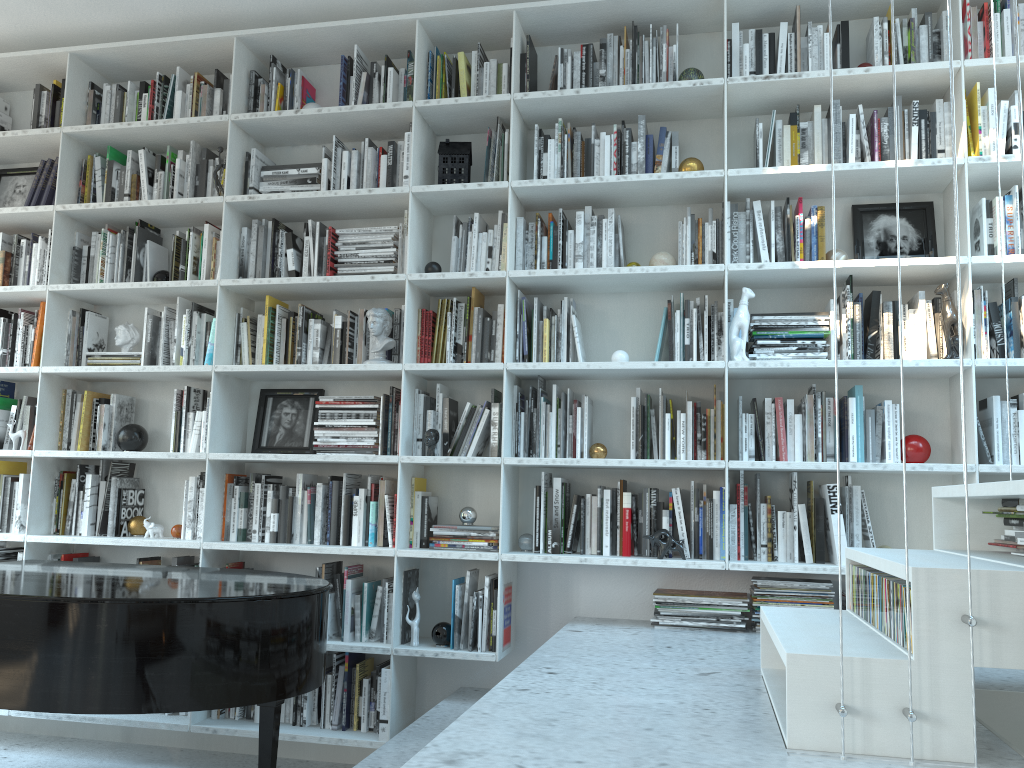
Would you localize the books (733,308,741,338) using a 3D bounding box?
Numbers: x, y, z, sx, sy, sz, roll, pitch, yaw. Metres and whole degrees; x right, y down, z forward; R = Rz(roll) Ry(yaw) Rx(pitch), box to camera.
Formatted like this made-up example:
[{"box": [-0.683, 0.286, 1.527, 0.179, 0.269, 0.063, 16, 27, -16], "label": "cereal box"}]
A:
[{"box": [0.879, -0.170, 3.466, 0.027, 0.221, 0.184, 0, -7, 12], "label": "books"}]

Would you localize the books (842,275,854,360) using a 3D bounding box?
[{"box": [1.284, -0.229, 3.387, 0.010, 0.338, 0.180, 0, -7, 12], "label": "books"}]

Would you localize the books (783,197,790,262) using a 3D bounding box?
[{"box": [1.079, -0.566, 3.487, 0.012, 0.287, 0.177, 0, -7, 12], "label": "books"}]

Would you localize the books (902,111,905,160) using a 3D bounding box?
[{"box": [1.503, -0.910, 3.450, 0.014, 0.249, 0.163, 0, -7, 12], "label": "books"}]

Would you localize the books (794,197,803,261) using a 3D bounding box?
[{"box": [1.124, -0.565, 3.476, 0.014, 0.284, 0.176, 0, -7, 12], "label": "books"}]

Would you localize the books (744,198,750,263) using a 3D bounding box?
[{"box": [0.937, -0.571, 3.530, 0.015, 0.300, 0.140, 0, -7, 12], "label": "books"}]

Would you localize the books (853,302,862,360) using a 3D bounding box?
[{"box": [1.304, -0.177, 3.384, 0.030, 0.236, 0.179, 0, -7, 12], "label": "books"}]

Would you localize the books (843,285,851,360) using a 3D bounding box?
[{"box": [1.274, -0.209, 3.388, 0.011, 0.299, 0.184, 0, -7, 12], "label": "books"}]

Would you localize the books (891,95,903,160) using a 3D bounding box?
[{"box": [1.481, -0.936, 3.432, 0.022, 0.294, 0.181, 0, -7, 12], "label": "books"}]

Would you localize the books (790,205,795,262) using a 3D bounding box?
[{"box": [1.097, -0.554, 3.496, 0.020, 0.266, 0.152, 0, -7, 12], "label": "books"}]

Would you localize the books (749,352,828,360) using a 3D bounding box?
[{"box": [1.068, -0.100, 3.434, 0.285, 0.012, 0.159, -1, -8, 17], "label": "books"}]

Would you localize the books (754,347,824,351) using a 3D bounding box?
[{"box": [1.070, -0.123, 3.444, 0.254, 0.012, 0.161, 0, -8, 14], "label": "books"}]

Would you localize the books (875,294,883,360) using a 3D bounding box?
[{"box": [1.402, -0.194, 3.398, 0.010, 0.277, 0.129, 0, -7, 12], "label": "books"}]

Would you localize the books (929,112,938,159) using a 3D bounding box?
[{"box": [1.608, -0.904, 3.420, 0.022, 0.234, 0.158, 0, -7, 12], "label": "books"}]

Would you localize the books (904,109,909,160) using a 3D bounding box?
[{"box": [1.513, -0.912, 3.434, 0.011, 0.248, 0.152, 0, -7, 12], "label": "books"}]

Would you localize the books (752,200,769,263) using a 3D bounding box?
[{"box": [0.986, -0.565, 3.516, 0.065, 0.288, 0.146, 0, -7, 12], "label": "books"}]

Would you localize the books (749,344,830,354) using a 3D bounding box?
[{"box": [1.071, -0.135, 3.445, 0.285, 0.012, 0.160, 0, -8, 10], "label": "books"}]

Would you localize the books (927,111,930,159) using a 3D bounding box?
[{"box": [1.593, -0.909, 3.432, 0.014, 0.246, 0.142, 0, -7, 12], "label": "books"}]

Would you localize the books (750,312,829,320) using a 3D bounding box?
[{"box": [1.077, -0.255, 3.459, 0.285, 0.012, 0.159, 0, -8, 14], "label": "books"}]

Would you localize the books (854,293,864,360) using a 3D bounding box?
[{"box": [1.329, -0.197, 3.399, 0.013, 0.280, 0.131, 0, -7, 12], "label": "books"}]

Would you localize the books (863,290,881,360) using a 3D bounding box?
[{"box": [1.362, -0.199, 3.379, 0.059, 0.281, 0.167, 0, -7, 12], "label": "books"}]

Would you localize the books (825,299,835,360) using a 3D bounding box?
[{"box": [1.223, -0.184, 3.413, 0.012, 0.253, 0.161, 0, -7, 12], "label": "books"}]

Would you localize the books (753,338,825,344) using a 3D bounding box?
[{"box": [1.073, -0.159, 3.452, 0.254, 0.012, 0.161, 0, -8, 12], "label": "books"}]

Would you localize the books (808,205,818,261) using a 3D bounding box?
[{"box": [1.173, -0.549, 3.467, 0.021, 0.253, 0.167, 0, -7, 12], "label": "books"}]

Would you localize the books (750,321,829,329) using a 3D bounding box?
[{"box": [1.076, -0.219, 3.454, 0.285, 0.012, 0.159, 0, -8, 14], "label": "books"}]

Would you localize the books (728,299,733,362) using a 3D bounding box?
[{"box": [0.860, -0.189, 3.508, 0.028, 0.270, 0.129, 0, -7, 12], "label": "books"}]

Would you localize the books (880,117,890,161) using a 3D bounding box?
[{"box": [1.434, -0.897, 3.443, 0.031, 0.217, 0.165, 0, -7, 12], "label": "books"}]

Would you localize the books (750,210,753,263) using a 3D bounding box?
[{"box": [0.947, -0.546, 3.516, 0.011, 0.247, 0.156, 0, -7, 12], "label": "books"}]

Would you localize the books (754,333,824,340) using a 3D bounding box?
[{"box": [1.073, -0.172, 3.442, 0.254, 0.012, 0.161, -1, -8, 17], "label": "books"}]

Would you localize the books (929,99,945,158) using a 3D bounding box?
[{"box": [1.631, -0.929, 3.414, 0.026, 0.283, 0.147, 0, -7, 12], "label": "books"}]

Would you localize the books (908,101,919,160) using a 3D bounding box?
[{"box": [1.534, -0.925, 3.421, 0.036, 0.271, 0.177, 0, -7, 12], "label": "books"}]

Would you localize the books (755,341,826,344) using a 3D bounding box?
[{"box": [1.070, -0.148, 3.440, 0.254, 0.012, 0.161, 0, -8, 7], "label": "books"}]

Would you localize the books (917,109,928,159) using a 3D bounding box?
[{"box": [1.568, -0.909, 3.420, 0.030, 0.241, 0.162, 0, -7, 12], "label": "books"}]

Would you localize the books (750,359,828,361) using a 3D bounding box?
[{"box": [1.067, -0.076, 3.433, 0.285, 0.012, 0.159, -1, -8, 16], "label": "books"}]

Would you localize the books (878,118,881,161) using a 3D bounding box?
[{"box": [1.414, -0.895, 3.458, 0.013, 0.216, 0.178, 0, -7, 12], "label": "books"}]

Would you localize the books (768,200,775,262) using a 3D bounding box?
[{"box": [1.028, -0.563, 3.512, 0.012, 0.284, 0.159, 0, -7, 12], "label": "books"}]

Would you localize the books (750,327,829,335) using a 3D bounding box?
[{"box": [1.075, -0.195, 3.452, 0.285, 0.012, 0.159, 0, -8, 14], "label": "books"}]

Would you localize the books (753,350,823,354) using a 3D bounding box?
[{"box": [1.068, -0.112, 3.438, 0.254, 0.012, 0.161, -1, -8, 16], "label": "books"}]

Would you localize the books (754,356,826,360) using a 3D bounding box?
[{"box": [1.068, -0.088, 3.435, 0.254, 0.012, 0.161, 0, -8, 8], "label": "books"}]

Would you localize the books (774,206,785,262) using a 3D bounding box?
[{"box": [1.057, -0.554, 3.515, 0.043, 0.268, 0.131, 0, -7, 12], "label": "books"}]

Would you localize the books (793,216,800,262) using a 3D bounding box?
[{"box": [1.107, -0.528, 3.463, 0.013, 0.206, 0.190, 0, -7, 12], "label": "books"}]

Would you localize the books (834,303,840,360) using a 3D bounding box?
[{"box": [1.243, -0.179, 3.426, 0.023, 0.246, 0.138, 0, -7, 12], "label": "books"}]

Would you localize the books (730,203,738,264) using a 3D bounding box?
[{"box": [0.886, -0.562, 3.546, 0.031, 0.284, 0.137, 0, -7, 12], "label": "books"}]

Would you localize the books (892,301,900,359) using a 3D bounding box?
[{"box": [1.452, -0.181, 3.382, 0.031, 0.249, 0.133, 0, -7, 12], "label": "books"}]

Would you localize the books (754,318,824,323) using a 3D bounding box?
[{"box": [1.076, -0.231, 3.456, 0.254, 0.012, 0.161, 0, -8, 14], "label": "books"}]

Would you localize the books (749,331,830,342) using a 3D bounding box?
[{"box": [1.074, -0.184, 3.448, 0.285, 0.012, 0.160, 0, -8, 9], "label": "books"}]

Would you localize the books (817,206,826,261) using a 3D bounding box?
[{"box": [1.195, -0.546, 3.451, 0.026, 0.243, 0.178, 0, -7, 12], "label": "books"}]

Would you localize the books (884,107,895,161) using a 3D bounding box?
[{"box": [1.462, -0.919, 3.449, 0.023, 0.263, 0.156, 0, -7, 12], "label": "books"}]

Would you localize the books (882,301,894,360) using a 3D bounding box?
[{"box": [1.417, -0.179, 3.371, 0.031, 0.242, 0.147, 0, -7, 12], "label": "books"}]

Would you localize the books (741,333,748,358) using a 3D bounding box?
[{"box": [0.913, -0.188, 3.493, 0.028, 0.267, 0.138, 0, -7, 12], "label": "books"}]

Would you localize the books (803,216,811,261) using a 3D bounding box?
[{"box": [1.147, -0.529, 3.471, 0.033, 0.212, 0.153, 0, -7, 12], "label": "books"}]

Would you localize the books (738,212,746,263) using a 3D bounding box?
[{"box": [0.917, -0.546, 3.545, 0.030, 0.253, 0.128, 0, -7, 12], "label": "books"}]

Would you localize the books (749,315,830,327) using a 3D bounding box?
[{"box": [1.076, -0.243, 3.457, 0.285, 0.012, 0.160, 0, -8, 10], "label": "books"}]

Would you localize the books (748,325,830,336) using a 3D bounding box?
[{"box": [1.074, -0.208, 3.446, 0.285, 0.012, 0.160, 0, -8, 7], "label": "books"}]

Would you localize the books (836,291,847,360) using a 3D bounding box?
[{"box": [1.268, -0.198, 3.415, 0.012, 0.284, 0.159, 0, -7, 12], "label": "books"}]

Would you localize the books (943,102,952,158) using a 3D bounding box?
[{"box": [1.659, -0.920, 3.405, 0.031, 0.265, 0.169, 0, -7, 12], "label": "books"}]

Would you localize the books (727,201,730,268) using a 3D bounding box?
[{"box": [0.862, -0.564, 3.536, 0.012, 0.284, 0.159, 0, -7, 12], "label": "books"}]
